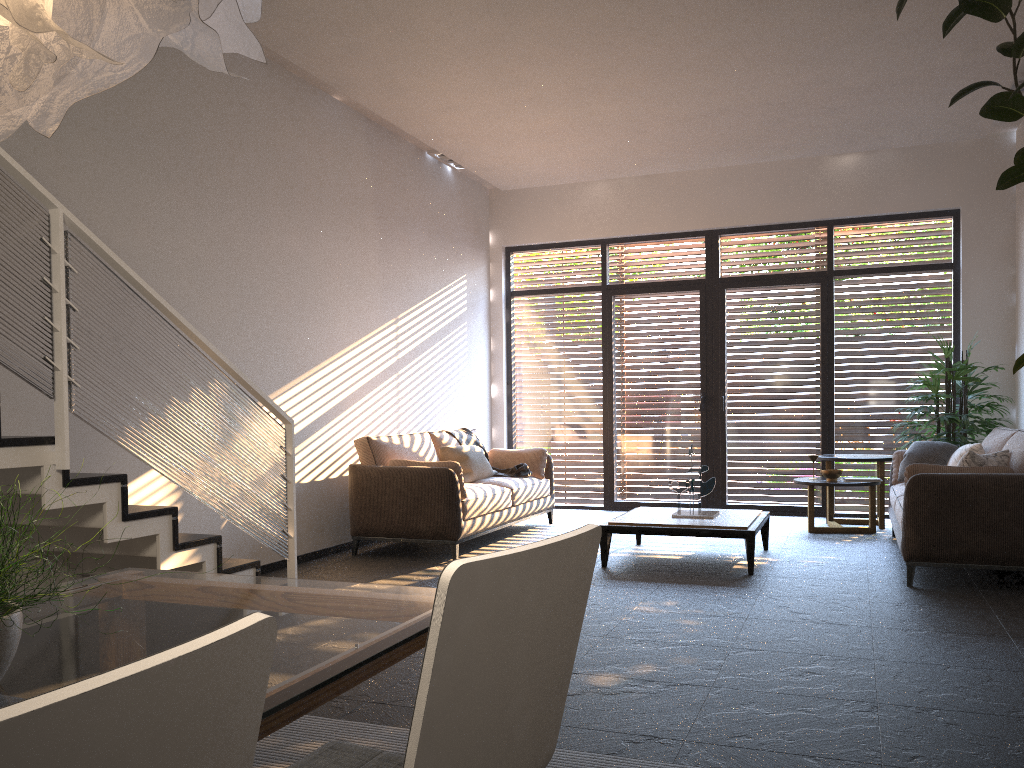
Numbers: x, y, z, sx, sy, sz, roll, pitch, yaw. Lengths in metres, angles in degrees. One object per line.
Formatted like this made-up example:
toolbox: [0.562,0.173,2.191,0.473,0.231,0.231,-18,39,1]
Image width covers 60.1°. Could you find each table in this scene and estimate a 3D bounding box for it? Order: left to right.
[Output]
table: [-0.820,0.790,1.228,0.997,0.715,1.799,-1,-1,21]
table: [1.290,1.115,6.459,1.049,0.307,1.115,-1,-2,21]

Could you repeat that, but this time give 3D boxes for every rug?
rug: [-0.805,1.144,1.251,2.371,0.006,3.684,-1,-2,21]

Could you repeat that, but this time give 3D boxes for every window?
window: [2.124,-0.151,9.256,4.943,3.032,0.459,-1,1,21]

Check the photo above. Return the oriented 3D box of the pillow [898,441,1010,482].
pillow: [3.102,0.596,6.280,0.618,0.343,1.892,-1,-2,21]

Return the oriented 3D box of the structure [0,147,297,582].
structure: [-1.663,-3.022,0.382,4.234,8.318,8.454,0,0,21]

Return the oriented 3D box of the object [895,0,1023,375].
object: [1.928,-0.444,2.578,0.907,3.203,2.010,-1,1,-1]

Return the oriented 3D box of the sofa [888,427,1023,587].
sofa: [3.209,0.778,6.204,0.993,0.920,2.320,-1,-1,21]

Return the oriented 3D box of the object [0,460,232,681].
object: [-0.809,0.266,1.219,0.531,0.367,0.667,-1,-1,16]

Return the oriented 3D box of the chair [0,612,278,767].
chair: [-0.554,0.671,0.746,0.601,0.920,0.474,-1,1,21]

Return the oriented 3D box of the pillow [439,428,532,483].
pillow: [-0.432,0.761,8.138,1.017,0.708,0.955,0,-1,-45]

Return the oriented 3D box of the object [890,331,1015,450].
object: [3.822,0.411,7.695,0.978,1.725,0.913,-1,1,-14]

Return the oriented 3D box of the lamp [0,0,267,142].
lamp: [-0.866,-2.903,1.146,1.117,5.218,1.060,0,2,32]

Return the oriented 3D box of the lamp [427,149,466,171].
lamp: [-0.564,-2.192,8.578,0.253,0.066,0.645,-1,-2,21]

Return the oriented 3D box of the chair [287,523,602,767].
chair: [-0.201,0.685,1.398,0.601,0.920,0.474,0,1,31]

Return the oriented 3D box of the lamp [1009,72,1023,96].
lamp: [3.939,-2.301,6.839,0.253,0.066,0.645,-1,-2,21]

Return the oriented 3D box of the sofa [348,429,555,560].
sofa: [-0.440,0.867,7.614,0.993,0.920,2.320,-1,-1,21]

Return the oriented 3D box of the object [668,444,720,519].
object: [-1.004,-1.352,2.797,0.365,4.478,8.901,0,0,33]
